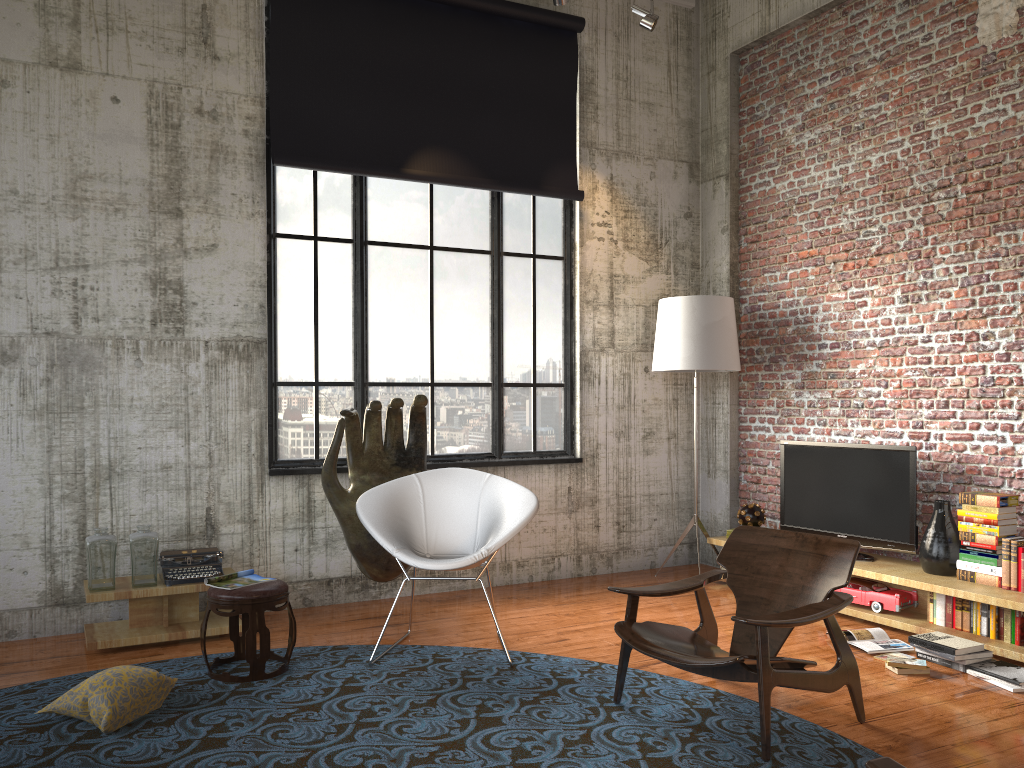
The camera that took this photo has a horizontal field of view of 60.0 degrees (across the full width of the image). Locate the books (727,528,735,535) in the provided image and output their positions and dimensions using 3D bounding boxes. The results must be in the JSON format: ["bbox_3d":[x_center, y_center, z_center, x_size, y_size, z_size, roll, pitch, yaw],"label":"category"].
[{"bbox_3d":[1.870,1.157,6.910,0.302,0.037,0.243,-1,-1,42],"label":"books"}]

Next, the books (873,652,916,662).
[{"bbox_3d":[2.134,1.527,4.944,0.189,0.012,0.133,0,-1,-30],"label":"books"}]

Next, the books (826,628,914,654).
[{"bbox_3d":[2.106,1.500,5.236,0.300,0.049,0.422,0,-1,-13],"label":"books"}]

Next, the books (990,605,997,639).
[{"bbox_3d":[2.801,1.344,5.076,0.158,0.220,0.030,0,1,-28],"label":"books"}]

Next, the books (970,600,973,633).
[{"bbox_3d":[2.743,1.348,5.198,0.138,0.217,0.022,0,1,-28],"label":"books"}]

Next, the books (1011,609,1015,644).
[{"bbox_3d":[2.861,1.342,4.970,0.158,0.220,0.030,0,1,-28],"label":"books"}]

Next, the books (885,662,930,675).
[{"bbox_3d":[2.112,1.514,4.733,0.182,0.030,0.128,0,-1,-6],"label":"books"}]

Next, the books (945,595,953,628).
[{"bbox_3d":[2.675,1.333,5.329,0.153,0.252,0.046,0,1,-28],"label":"books"}]

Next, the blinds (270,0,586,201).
[{"bbox_3d":[-0.535,-2.200,6.542,2.443,1.464,0.150,0,1,-27],"label":"blinds"}]

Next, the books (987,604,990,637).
[{"bbox_3d":[2.804,1.345,5.111,0.158,0.220,0.030,0,1,-28],"label":"books"}]

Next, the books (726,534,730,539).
[{"bbox_3d":[1.870,1.194,6.911,0.243,0.037,0.302,0,-1,-35],"label":"books"}]

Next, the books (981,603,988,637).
[{"bbox_3d":[2.779,1.355,5.133,0.146,0.200,0.032,0,1,-28],"label":"books"}]

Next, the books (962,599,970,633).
[{"bbox_3d":[2.725,1.350,5.230,0.148,0.213,0.049,0,1,-28],"label":"books"}]

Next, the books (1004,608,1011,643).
[{"bbox_3d":[2.840,1.349,4.998,0.151,0.208,0.039,0,1,-28],"label":"books"}]

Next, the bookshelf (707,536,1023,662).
[{"bbox_3d":[2.677,1.365,5.444,0.548,0.359,3.844,0,-1,-28],"label":"bookshelf"}]

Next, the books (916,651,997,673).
[{"bbox_3d":[2.440,1.510,4.870,0.236,0.040,0.320,0,-1,-26],"label":"books"}]

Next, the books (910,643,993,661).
[{"bbox_3d":[2.401,1.448,4.850,0.262,0.028,0.320,0,-1,-18],"label":"books"}]

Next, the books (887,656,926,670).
[{"bbox_3d":[2.109,1.488,4.736,0.189,0.022,0.133,-1,-1,23],"label":"books"}]

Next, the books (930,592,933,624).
[{"bbox_3d":[2.614,1.352,5.429,0.138,0.217,0.022,0,1,-28],"label":"books"}]

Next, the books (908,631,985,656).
[{"bbox_3d":[2.373,1.418,4.847,0.236,0.035,0.296,0,-1,-26],"label":"books"}]

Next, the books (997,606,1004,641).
[{"bbox_3d":[2.837,1.341,5.048,0.156,0.225,0.052,0,1,-28],"label":"books"}]

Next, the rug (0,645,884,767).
[{"bbox_3d":[-0.795,1.509,2.834,4.846,0.009,4.846,-1,-1,19],"label":"rug"}]

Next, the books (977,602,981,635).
[{"bbox_3d":[2.760,1.359,5.155,0.140,0.194,0.023,0,1,-28],"label":"books"}]

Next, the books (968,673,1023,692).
[{"bbox_3d":[2.550,1.515,4.546,0.232,0.017,0.313,0,-1,-13],"label":"books"}]

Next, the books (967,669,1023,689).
[{"bbox_3d":[2.548,1.498,4.551,0.231,0.017,0.307,0,-1,-29],"label":"books"}]

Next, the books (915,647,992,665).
[{"bbox_3d":[2.428,1.476,4.875,0.236,0.028,0.299,0,-1,-30],"label":"books"}]

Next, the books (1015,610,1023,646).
[{"bbox_3d":[2.866,1.342,4.939,0.158,0.220,0.030,0,1,-28],"label":"books"}]

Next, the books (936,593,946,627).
[{"bbox_3d":[2.654,1.336,5.378,0.171,0.247,0.057,0,1,-28],"label":"books"}]

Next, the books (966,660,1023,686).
[{"bbox_3d":[2.557,1.482,4.552,0.250,0.014,0.311,0,-1,-21],"label":"books"}]

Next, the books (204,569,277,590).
[{"bbox_3d":[-1.458,1.052,4.772,0.229,0.043,0.300,-1,-1,36],"label":"books"}]

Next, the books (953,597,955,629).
[{"bbox_3d":[2.692,1.361,5.298,0.140,0.194,0.023,0,1,-28],"label":"books"}]

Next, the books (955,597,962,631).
[{"bbox_3d":[2.702,1.354,5.268,0.151,0.208,0.039,0,1,-28],"label":"books"}]

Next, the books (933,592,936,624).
[{"bbox_3d":[2.627,1.364,5.410,0.140,0.194,0.023,0,1,-28],"label":"books"}]

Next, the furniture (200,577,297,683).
[{"bbox_3d":[-1.416,1.303,4.767,0.432,0.477,0.432,0,0,17],"label":"furniture"}]

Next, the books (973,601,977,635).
[{"bbox_3d":[2.747,1.359,5.175,0.140,0.194,0.023,0,1,-28],"label":"books"}]
